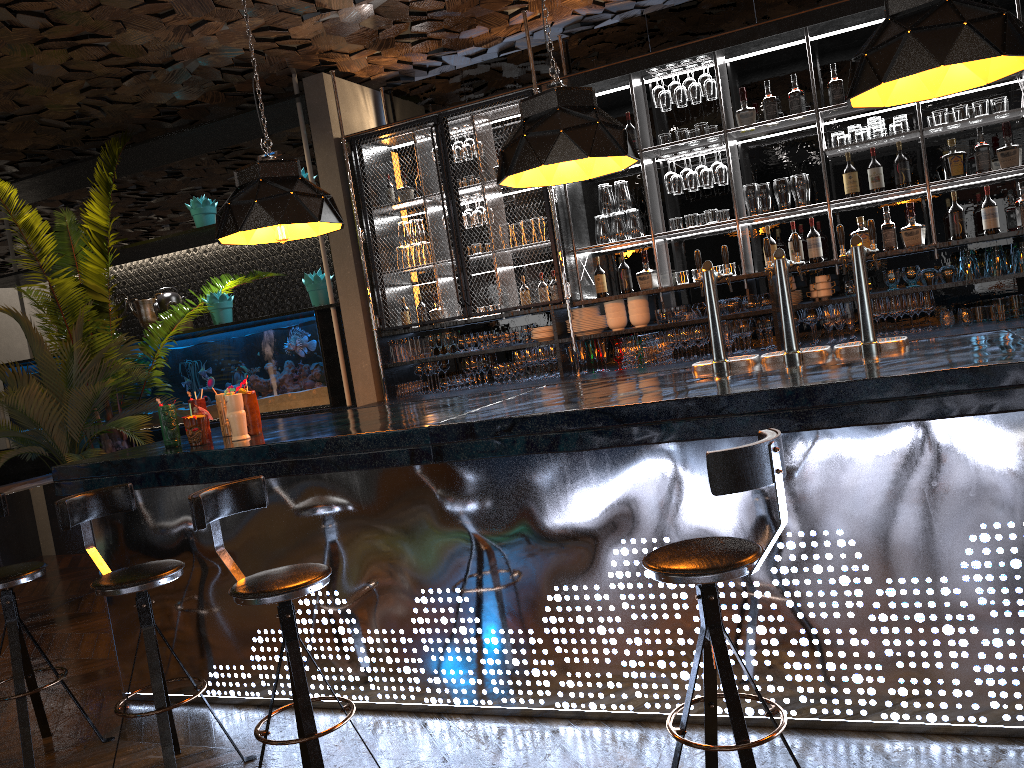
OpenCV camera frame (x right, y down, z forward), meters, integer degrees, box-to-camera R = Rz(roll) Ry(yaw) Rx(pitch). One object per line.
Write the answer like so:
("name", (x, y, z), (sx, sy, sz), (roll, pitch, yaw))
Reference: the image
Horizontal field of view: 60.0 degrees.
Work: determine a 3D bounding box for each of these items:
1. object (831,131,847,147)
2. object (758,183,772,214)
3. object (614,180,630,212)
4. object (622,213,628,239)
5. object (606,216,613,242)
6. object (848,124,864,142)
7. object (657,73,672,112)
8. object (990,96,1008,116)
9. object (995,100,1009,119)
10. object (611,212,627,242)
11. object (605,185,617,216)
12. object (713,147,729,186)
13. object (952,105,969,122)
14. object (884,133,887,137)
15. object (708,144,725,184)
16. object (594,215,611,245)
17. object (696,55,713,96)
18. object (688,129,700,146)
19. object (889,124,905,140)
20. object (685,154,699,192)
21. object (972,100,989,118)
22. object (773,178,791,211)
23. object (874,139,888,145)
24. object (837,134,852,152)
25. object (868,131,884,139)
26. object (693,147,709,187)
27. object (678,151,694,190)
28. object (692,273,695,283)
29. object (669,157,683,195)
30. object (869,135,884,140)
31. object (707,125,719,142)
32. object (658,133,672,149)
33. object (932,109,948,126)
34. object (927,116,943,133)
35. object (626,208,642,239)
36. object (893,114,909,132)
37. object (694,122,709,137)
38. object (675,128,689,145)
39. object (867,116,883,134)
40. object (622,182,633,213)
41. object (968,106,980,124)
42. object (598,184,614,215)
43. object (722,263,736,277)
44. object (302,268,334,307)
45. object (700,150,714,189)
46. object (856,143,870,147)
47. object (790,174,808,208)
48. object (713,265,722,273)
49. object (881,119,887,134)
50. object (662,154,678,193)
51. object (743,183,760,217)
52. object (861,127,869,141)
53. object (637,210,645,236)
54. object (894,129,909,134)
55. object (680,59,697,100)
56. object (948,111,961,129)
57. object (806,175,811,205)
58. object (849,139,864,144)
("object", (2.041, -1.523, 5.544), (0.089, 0.092, 0.089), (-12, 5, -40))
("object", (1.673, -1.218, 5.871), (0.105, 0.209, 0.105), (-10, 4, -21))
("object", (0.766, -1.310, 6.191), (0.105, 0.209, 0.105), (-10, 4, -21))
("object", (0.781, -1.109, 6.322), (0.105, 0.209, 0.105), (-10, 4, -21))
("object", (0.673, -1.096, 6.378), (0.105, 0.209, 0.105), (-10, 4, -21))
("object", (2.127, -1.554, 5.497), (0.089, 0.092, 0.089), (-11, 4, -24))
("object", (1.038, -1.994, 6.064), (0.092, 0.244, 0.092), (-10, 4, -15))
("object", (2.859, -1.628, 5.204), (0.089, 0.092, 0.089), (-10, 4, -22))
("object", (2.936, -1.648, 5.321), (0.089, 0.092, 0.089), (-9, 4, -2))
("object", (0.745, -1.097, 6.220), (0.105, 0.209, 0.105), (-10, 4, -21))
("object", (0.695, -1.309, 6.334), (0.105, 0.209, 0.105), (-10, 4, -21))
("object", (1.410, -1.465, 5.974), (0.092, 0.244, 0.092), (-10, 4, -15))
("object", (2.671, -1.603, 5.278), (0.089, 0.092, 0.089), (-10, 4, -13))
("object", (2.322, -1.594, 5.607), (0.089, 0.092, 0.089), (-12, 5, -40))
("object", (1.345, -1.445, 5.824), (0.092, 0.244, 0.092), (-10, 4, -15))
("object", (0.637, -1.083, 6.267), (0.105, 0.209, 0.105), (-10, 4, -21))
("object", (1.257, -2.010, 5.786), (0.092, 0.244, 0.092), (-10, 4, -15))
("object", (1.237, -1.679, 6.048), (0.089, 0.092, 0.089), (-6, 5, 35))
("object", (2.402, -1.579, 5.537), (0.089, 0.092, 0.089), (-8, 4, 13))
("object", (1.226, -1.442, 6.057), (0.092, 0.244, 0.092), (-10, 4, -15))
("object", (2.756, -1.612, 5.213), (0.089, 0.092, 0.089), (-10, 4, -13))
("object", (1.754, -1.222, 5.740), (0.105, 0.209, 0.105), (-10, 4, -21))
("object", (2.326, -1.572, 5.608), (0.089, 0.092, 0.089), (-12, 5, -40))
("object", (2.126, -1.546, 5.684), (0.089, 0.092, 0.089), (-9, 4, -4))
("object", (2.246, -1.574, 5.484), (0.089, 0.092, 0.089), (-8, 4, 13))
("object", (1.251, -1.433, 5.866), (0.092, 0.244, 0.092), (-10, 4, -15))
("object", (1.161, -1.422, 5.906), (0.092, 0.244, 0.092), (-10, 4, -15))
("object", (1.297, -0.748, 6.156), (0.089, 0.092, 0.089), (-9, 4, -4))
("object", (1.126, -1.429, 6.101), (0.092, 0.244, 0.092), (-10, 4, -15))
("object", (2.250, -1.552, 5.486), (0.089, 0.092, 0.089), (-8, 4, 13))
("object", (1.354, -1.695, 6.007), (0.089, 0.092, 0.089), (-9, 4, -8))
("object", (1.043, -1.648, 6.026), (0.089, 0.092, 0.089), (-9, 4, -8))
("object", (2.567, -1.590, 5.311), (0.089, 0.092, 0.089), (-9, 4, -4))
("object", (2.610, -1.607, 5.470), (0.089, 0.092, 0.089), (-11, 4, -24))
("object", (0.844, -1.108, 6.162), (0.105, 0.209, 0.105), (-10, 4, -21))
("object", (2.366, -1.584, 5.399), (0.089, 0.092, 0.089), (-8, 4, 15))
("object", (1.254, -1.669, 5.852), (0.089, 0.092, 0.089), (-9, 4, -8))
("object", (1.144, -1.659, 5.956), (0.089, 0.092, 0.089), (-9, 4, -8))
("object", (2.242, -1.599, 5.483), (0.089, 0.092, 0.089), (-7, 4, 20))
("object", (0.797, -1.321, 6.275), (0.105, 0.209, 0.105), (-10, 4, -21))
("object", (2.793, -1.628, 5.353), (0.089, 0.092, 0.089), (-7, 4, 23))
("object", (0.656, -1.296, 6.229), (0.105, 0.209, 0.105), (-10, 4, -21))
("object", (1.453, -0.757, 5.926), (0.089, 0.092, 0.089), (-6, 5, 35))
("object", (-1.557, -0.773, 7.173), (0.265, 0.325, 0.245), (-8, 4, 18))
("object", (1.316, -1.453, 6.016), (0.092, 0.244, 0.092), (-10, 4, -15))
("object", (2.221, -1.557, 5.629), (0.089, 0.092, 0.089), (-12, 5, -40))
("object", (1.843, -1.231, 5.674), (0.105, 0.209, 0.105), (-10, 4, -21))
("object", (1.382, -0.752, 6.026), (0.089, 0.092, 0.089), (-6, 5, 35))
("object", (2.318, -1.619, 5.605), (0.089, 0.092, 0.089), (-12, 5, -40))
("object", (1.061, -1.409, 5.951), (0.092, 0.244, 0.092), (-10, 4, -15))
("object", (1.570, -1.197, 5.792), (0.105, 0.209, 0.105), (-10, 4, -21))
("object", (2.218, -1.577, 5.627), (0.089, 0.092, 0.089), (-12, 5, -40))
("object", (0.876, -1.121, 6.268), (0.105, 0.209, 0.105), (-10, 4, -21))
("object", (2.369, -1.565, 5.400), (0.089, 0.092, 0.089), (-12, 5, -40))
("object", (1.163, -1.998, 5.828), (0.092, 0.244, 0.092), (-10, 4, -15))
("object", (2.703, -1.619, 5.434), (0.089, 0.092, 0.089), (-11, 4, -27))
("object", (1.896, -1.246, 5.767), (0.105, 0.209, 0.105), (-10, 4, -21))
("object", (2.130, -1.534, 5.498), (0.089, 0.092, 0.089), (-9, 4, -4))
